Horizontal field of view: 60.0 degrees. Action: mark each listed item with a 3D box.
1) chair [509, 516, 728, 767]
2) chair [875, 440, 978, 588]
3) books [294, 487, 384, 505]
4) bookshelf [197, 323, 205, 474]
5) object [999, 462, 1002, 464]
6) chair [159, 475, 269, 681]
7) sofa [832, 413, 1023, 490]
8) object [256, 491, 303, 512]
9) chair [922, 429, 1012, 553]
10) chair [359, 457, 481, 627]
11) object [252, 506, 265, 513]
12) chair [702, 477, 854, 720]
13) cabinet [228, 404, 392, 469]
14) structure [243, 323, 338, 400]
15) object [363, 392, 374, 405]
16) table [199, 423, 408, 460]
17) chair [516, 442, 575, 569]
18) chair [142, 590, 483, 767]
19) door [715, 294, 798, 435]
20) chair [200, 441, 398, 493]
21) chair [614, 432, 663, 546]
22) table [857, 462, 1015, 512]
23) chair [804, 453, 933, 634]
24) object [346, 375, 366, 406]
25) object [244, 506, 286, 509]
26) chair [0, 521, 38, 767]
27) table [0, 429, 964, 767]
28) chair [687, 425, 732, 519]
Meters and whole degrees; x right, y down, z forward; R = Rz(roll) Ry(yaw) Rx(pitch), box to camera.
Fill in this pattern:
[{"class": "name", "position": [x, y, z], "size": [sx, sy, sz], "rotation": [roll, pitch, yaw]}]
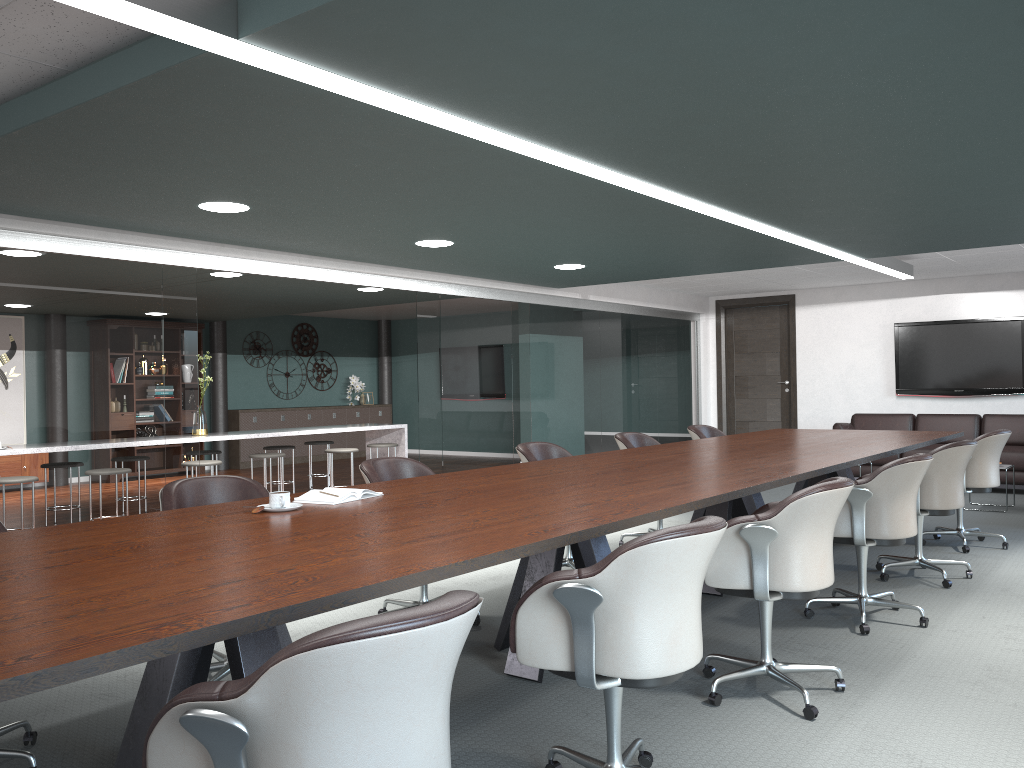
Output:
[{"class": "chair", "position": [0.298, 0.714, 2.294], "size": [0.523, 0.761, 0.533], "rotation": [-1, 0, 19]}, {"class": "chair", "position": [2.275, 0.683, 4.882], "size": [0.523, 0.761, 0.533], "rotation": [-1, 0, 23]}, {"class": "books", "position": [-0.612, 0.389, 3.138], "size": [0.180, 0.032, 0.285], "rotation": [-1, 0, 28]}, {"class": "bookshelf", "position": [-4.637, 0.200, 11.328], "size": [0.482, 1.984, 1.339], "rotation": [-1, 0, 37]}, {"class": "object", "position": [3.925, 0.668, 7.394], "size": [0.281, 0.028, 0.281], "rotation": [-1, 0, -40]}, {"class": "chair", "position": [-1.057, 0.739, 3.302], "size": [0.535, 0.761, 0.518], "rotation": [-1, 0, -32]}, {"class": "sofa", "position": [4.531, 0.667, 7.882], "size": [1.976, 0.728, 4.057], "rotation": [-1, 0, -10]}, {"class": "object", "position": [-0.753, 0.380, 2.875], "size": [0.146, 0.056, 0.146], "rotation": [-1, 0, -28]}, {"class": "chair", "position": [2.954, 0.673, 5.759], "size": [0.518, 0.761, 0.535], "rotation": [-1, 0, 43]}, {"class": "chair", "position": [-0.442, 0.729, 4.107], "size": [0.518, 0.761, 0.535], "rotation": [-1, 0, 43]}, {"class": "object", "position": [-0.804, 0.397, 2.809], "size": [0.044, 0.021, 0.041], "rotation": [-1, 0, 30]}, {"class": "chair", "position": [0.929, 0.704, 3.122], "size": [0.523, 0.761, 0.533], "rotation": [-1, 0, 13]}, {"class": "cabinet", "position": [-5.858, 0.803, 9.840], "size": [0.402, 0.820, 12.287], "rotation": [-1, 0, 37]}, {"class": "structure", "position": [-3.332, -0.353, 13.491], "size": [0.017, 1.178, 1.791], "rotation": [-1, 0, 37]}, {"class": "object", "position": [-2.324, 0.233, 14.327], "size": [0.174, 0.207, 0.042], "rotation": [-1, 0, -33]}, {"class": "table", "position": [-2.751, 0.807, 7.906], "size": [0.609, 0.699, 4.577], "rotation": [-1, 0, 37]}, {"class": "chair", "position": [0.287, 0.718, 5.061], "size": [0.518, 0.761, 0.535], "rotation": [-1, 0, 43]}, {"class": "chair", "position": [-0.301, 0.723, 1.496], "size": [0.518, 0.761, 0.535], "rotation": [-1, 0, 43]}, {"class": "door", "position": [3.084, -0.019, 11.130], "size": [1.038, 2.130, 0.139], "rotation": [-1, 0, 37]}, {"class": "chair", "position": [-2.778, 0.901, 7.966], "size": [1.479, 0.512, 4.029], "rotation": [-1, 0, 37]}, {"class": "chair", "position": [0.944, 0.708, 5.909], "size": [0.523, 0.761, 0.533], "rotation": [-1, 0, 19]}, {"class": "table", "position": [3.574, 0.867, 7.811], "size": [1.477, 0.359, 0.926], "rotation": [-1, 0, 37]}, {"class": "chair", "position": [1.634, 0.693, 4.030], "size": [0.518, 0.761, 0.535], "rotation": [-1, 0, 43]}, {"class": "object", "position": [-2.496, 0.095, 14.231], "size": [0.221, 0.495, 0.600], "rotation": [-1, 0, 11]}, {"class": "object", "position": [-0.793, 0.399, 2.836], "size": [0.155, 0.012, 0.034], "rotation": [-1, 0, 15]}, {"class": "chair", "position": [-1.632, 0.748, 2.548], "size": [0.518, 0.761, 0.535], "rotation": [-1, 0, 43]}, {"class": "table", "position": [0.687, 0.738, 4.150], "size": [1.374, 0.706, 6.694], "rotation": [-1, 0, 37]}, {"class": "chair", "position": [1.613, 0.697, 6.799], "size": [0.518, 0.761, 0.535], "rotation": [-1, 0, 43]}]
